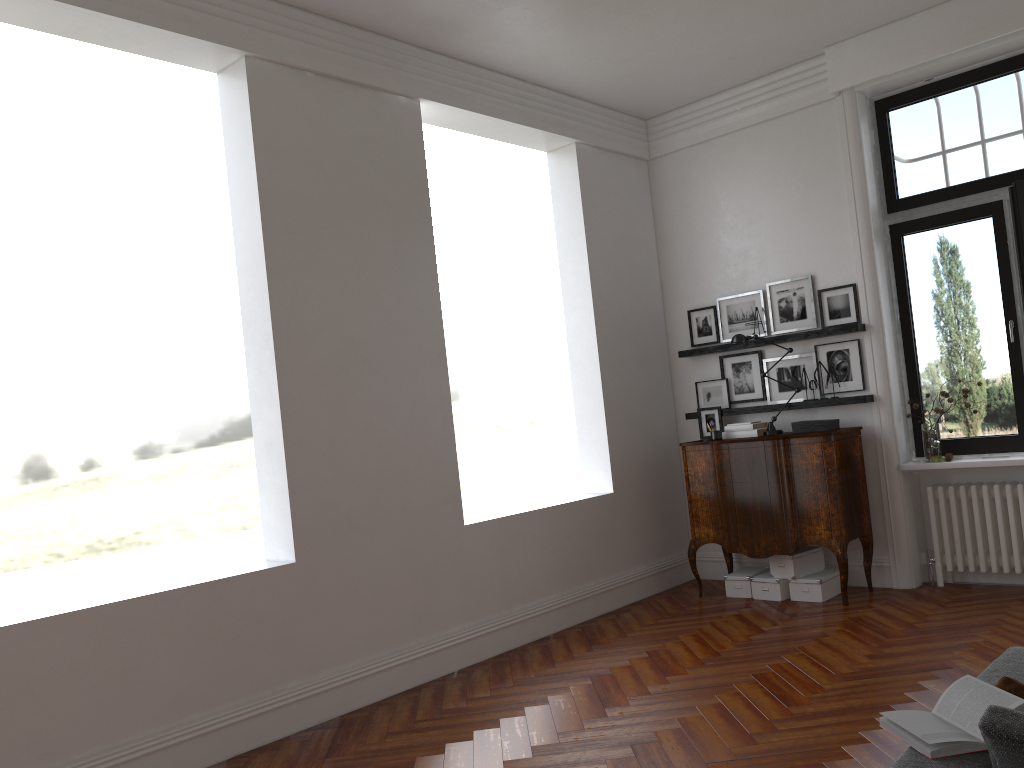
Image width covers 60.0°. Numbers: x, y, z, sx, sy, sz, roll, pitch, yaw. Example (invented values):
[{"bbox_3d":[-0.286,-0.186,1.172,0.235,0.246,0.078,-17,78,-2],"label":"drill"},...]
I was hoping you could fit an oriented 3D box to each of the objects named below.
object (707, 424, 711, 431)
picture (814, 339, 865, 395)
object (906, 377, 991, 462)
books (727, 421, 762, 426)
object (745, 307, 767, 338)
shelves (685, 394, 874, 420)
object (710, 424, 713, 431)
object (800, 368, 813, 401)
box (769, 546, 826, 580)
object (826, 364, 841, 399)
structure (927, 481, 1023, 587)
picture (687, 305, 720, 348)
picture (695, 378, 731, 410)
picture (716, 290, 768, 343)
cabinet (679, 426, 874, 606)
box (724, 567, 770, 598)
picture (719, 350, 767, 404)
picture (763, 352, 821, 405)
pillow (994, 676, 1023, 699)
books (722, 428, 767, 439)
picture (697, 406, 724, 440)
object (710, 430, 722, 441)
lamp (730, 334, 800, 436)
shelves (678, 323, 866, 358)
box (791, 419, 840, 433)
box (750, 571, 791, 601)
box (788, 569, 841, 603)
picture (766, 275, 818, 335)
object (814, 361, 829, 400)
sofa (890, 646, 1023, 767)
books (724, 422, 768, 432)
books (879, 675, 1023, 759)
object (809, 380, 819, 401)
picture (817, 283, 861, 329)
[{"bbox_3d":[1.534,0.362,6.836,0.010,0.119,0.050,-5,-2,-45],"label":"object"},{"bbox_3d":[2.464,-0.124,6.674,0.343,0.384,0.020,-8,-2,42],"label":"picture"},{"bbox_3d":[3.131,0.247,6.330,0.542,0.599,0.317,-7,-2,13],"label":"object"},{"bbox_3d":[1.797,0.306,6.862,0.201,0.014,0.179,-8,-3,42],"label":"books"},{"bbox_3d":[1.936,-0.479,7.047,0.175,0.260,0.040,-8,-2,42],"label":"object"},{"bbox_3d":[2.057,0.188,6.972,1.517,0.055,0.155,-8,-3,42],"label":"shelves"},{"bbox_3d":[1.556,0.367,6.849,0.046,0.139,0.010,-7,-2,39],"label":"object"},{"bbox_3d":[2.250,0.005,6.795,0.124,0.260,0.040,-8,-2,42],"label":"object"},{"bbox_3d":[2.128,1.328,6.616,0.394,0.177,0.209,-4,-3,-38],"label":"box"},{"bbox_3d":[2.420,-0.019,6.688,0.110,0.262,0.040,-7,-2,42],"label":"object"},{"bbox_3d":[3.589,1.058,6.071,1.455,0.778,0.225,-8,-2,42],"label":"structure"},{"bbox_3d":[1.605,-0.480,7.427,0.267,0.315,0.020,-8,-2,42],"label":"picture"},{"bbox_3d":[1.671,0.094,7.375,0.300,0.253,0.020,-8,-2,42],"label":"picture"},{"bbox_3d":[1.862,-0.544,7.188,0.416,0.367,0.020,-8,-2,42],"label":"picture"},{"bbox_3d":[1.979,0.996,6.703,1.268,1.217,0.639,-8,-2,42],"label":"cabinet"},{"bbox_3d":[1.837,1.548,6.897,0.209,0.177,0.394,-8,-3,37],"label":"box"},{"bbox_3d":[1.876,-0.049,7.212,0.374,0.406,0.020,-8,-2,42],"label":"picture"},{"bbox_3d":[2.185,-0.038,6.931,0.434,0.365,0.020,-8,-2,42],"label":"picture"},{"bbox_3d":[1.381,0.879,2.022,0.330,0.396,0.470,-6,-2,-10],"label":"pillow"},{"bbox_3d":[1.818,0.384,6.870,0.295,0.057,0.229,-8,-3,42],"label":"books"},{"bbox_3d":[1.625,0.319,7.255,0.214,0.257,0.020,-8,-2,42],"label":"picture"},{"bbox_3d":[1.570,0.398,6.817,0.091,0.077,0.091,-7,-2,15],"label":"object"},{"bbox_3d":[1.957,-0.006,6.809,0.491,0.802,0.174,-6,-1,7],"label":"lamp"},{"bbox_3d":[2.001,-0.332,6.983,1.517,0.055,0.158,-8,-3,42],"label":"shelves"},{"bbox_3d":[2.254,0.311,6.579,0.282,0.086,0.208,-8,-3,42],"label":"box"},{"bbox_3d":[2.020,1.519,6.688,0.394,0.177,0.245,-4,-3,-43],"label":"box"},{"bbox_3d":[2.243,1.487,6.524,0.245,0.177,0.394,-8,-3,42],"label":"box"},{"bbox_3d":[2.174,-0.612,6.898,0.370,0.408,0.020,-8,-2,42],"label":"picture"},{"bbox_3d":[2.349,-0.028,6.715,0.118,0.298,0.040,-7,-2,42],"label":"object"},{"bbox_3d":[2.134,0.969,1.434,2.648,0.828,1.261,-8,-3,42],"label":"sofa"},{"bbox_3d":[1.818,0.333,6.874,0.239,0.044,0.254,-8,-3,42],"label":"books"},{"bbox_3d":[1.056,0.782,2.105,0.278,0.096,0.225,-6,-2,-6],"label":"books"},{"bbox_3d":[2.288,0.048,6.727,0.066,0.160,0.040,-7,-2,42],"label":"object"},{"bbox_3d":[2.449,-0.579,6.650,0.290,0.303,0.020,-8,-2,42],"label":"picture"}]
